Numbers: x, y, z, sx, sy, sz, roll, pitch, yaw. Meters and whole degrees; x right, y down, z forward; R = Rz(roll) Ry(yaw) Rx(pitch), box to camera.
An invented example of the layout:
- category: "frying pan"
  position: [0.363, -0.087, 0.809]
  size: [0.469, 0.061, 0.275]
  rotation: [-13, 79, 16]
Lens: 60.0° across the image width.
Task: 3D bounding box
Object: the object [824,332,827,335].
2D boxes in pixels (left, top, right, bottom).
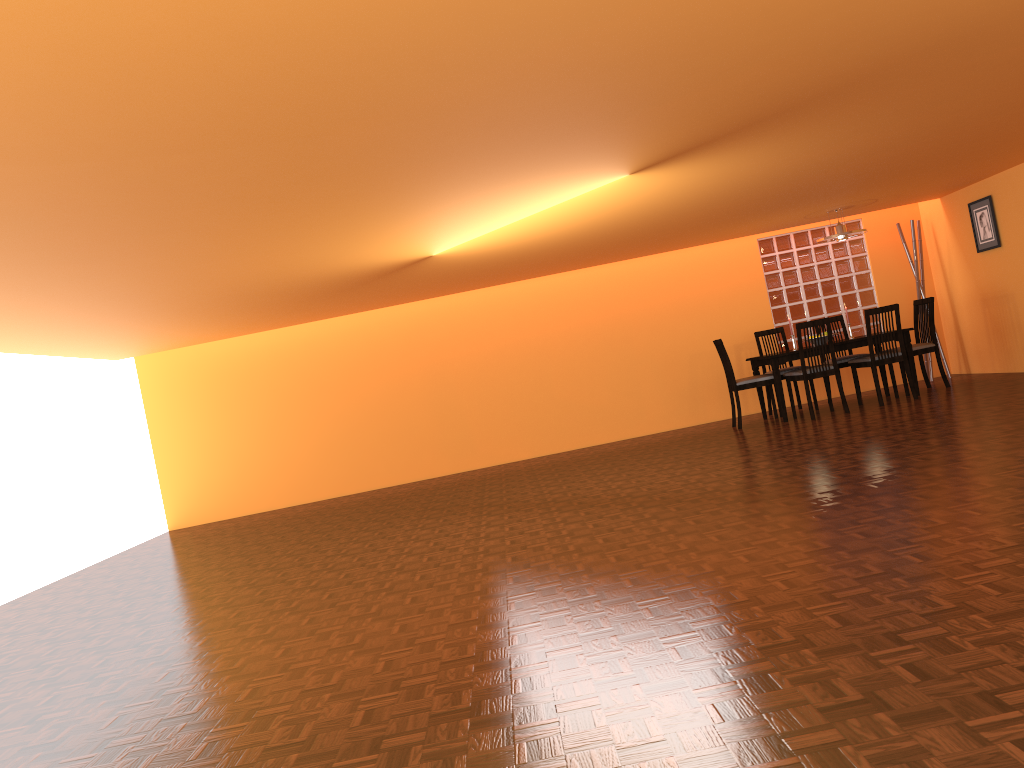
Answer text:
- category: "object"
  position: [2.782, -0.430, 7.822]
  size: [0.069, 0.066, 0.069]
  rotation: [-11, 0, 9]

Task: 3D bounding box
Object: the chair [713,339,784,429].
- category: "chair"
  position: [2.091, -0.037, 7.823]
  size: [0.465, 0.809, 0.373]
  rotation: [-11, 0, 4]

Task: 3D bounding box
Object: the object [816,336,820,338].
- category: "object"
  position: [2.674, -0.396, 7.753]
  size: [0.046, 0.046, 0.055]
  rotation: [-11, 0, -38]

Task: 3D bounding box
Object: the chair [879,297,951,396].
- category: "chair"
  position: [3.525, -0.322, 7.839]
  size: [0.465, 0.809, 0.373]
  rotation: [-11, 0, -6]

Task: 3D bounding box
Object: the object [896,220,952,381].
- category: "object"
  position: [4.019, -0.816, 8.645]
  size: [0.226, 1.589, 0.308]
  rotation: [-11, 0, 21]

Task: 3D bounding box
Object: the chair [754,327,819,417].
- category: "chair"
  position: [2.518, -0.123, 8.215]
  size: [0.373, 0.809, 0.465]
  rotation: [-11, 0, -1]

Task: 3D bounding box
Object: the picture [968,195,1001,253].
- category: "picture"
  position: [4.170, -1.406, 7.836]
  size: [0.014, 0.456, 0.361]
  rotation: [-11, 0, -1]

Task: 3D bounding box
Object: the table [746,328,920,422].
- category: "table"
  position: [2.823, -0.068, 7.807]
  size: [1.259, 0.584, 0.697]
  rotation: [-11, 0, -1]

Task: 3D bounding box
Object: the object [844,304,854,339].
- category: "object"
  position: [2.968, -0.560, 7.826]
  size: [0.044, 0.326, 0.044]
  rotation: [-11, 0, -12]

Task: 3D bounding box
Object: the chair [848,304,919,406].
- category: "chair"
  position: [3.095, -0.236, 7.458]
  size: [0.373, 0.809, 0.465]
  rotation: [-11, 0, -1]

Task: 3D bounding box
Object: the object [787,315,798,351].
- category: "object"
  position: [2.438, -0.455, 7.732]
  size: [0.044, 0.326, 0.044]
  rotation: [-11, 0, -12]

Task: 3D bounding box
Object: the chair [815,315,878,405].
- category: "chair"
  position: [3.084, -0.235, 8.224]
  size: [0.373, 0.809, 0.465]
  rotation: [-11, 0, -1]

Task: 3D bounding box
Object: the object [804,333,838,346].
- category: "object"
  position: [2.718, -0.381, 7.819]
  size: [0.337, 0.072, 0.337]
  rotation: [-11, 0, -35]

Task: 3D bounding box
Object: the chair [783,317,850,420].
- category: "chair"
  position: [2.529, -0.124, 7.449]
  size: [0.373, 0.809, 0.465]
  rotation: [-11, 0, -1]

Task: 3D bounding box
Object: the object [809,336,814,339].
- category: "object"
  position: [2.628, -0.399, 7.775]
  size: [0.055, 0.046, 0.046]
  rotation: [-11, 0, -18]

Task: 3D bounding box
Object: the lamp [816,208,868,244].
- category: "lamp"
  position: [2.884, -1.399, 7.811]
  size: [0.435, 0.274, 0.435]
  rotation: [-11, 0, 21]
